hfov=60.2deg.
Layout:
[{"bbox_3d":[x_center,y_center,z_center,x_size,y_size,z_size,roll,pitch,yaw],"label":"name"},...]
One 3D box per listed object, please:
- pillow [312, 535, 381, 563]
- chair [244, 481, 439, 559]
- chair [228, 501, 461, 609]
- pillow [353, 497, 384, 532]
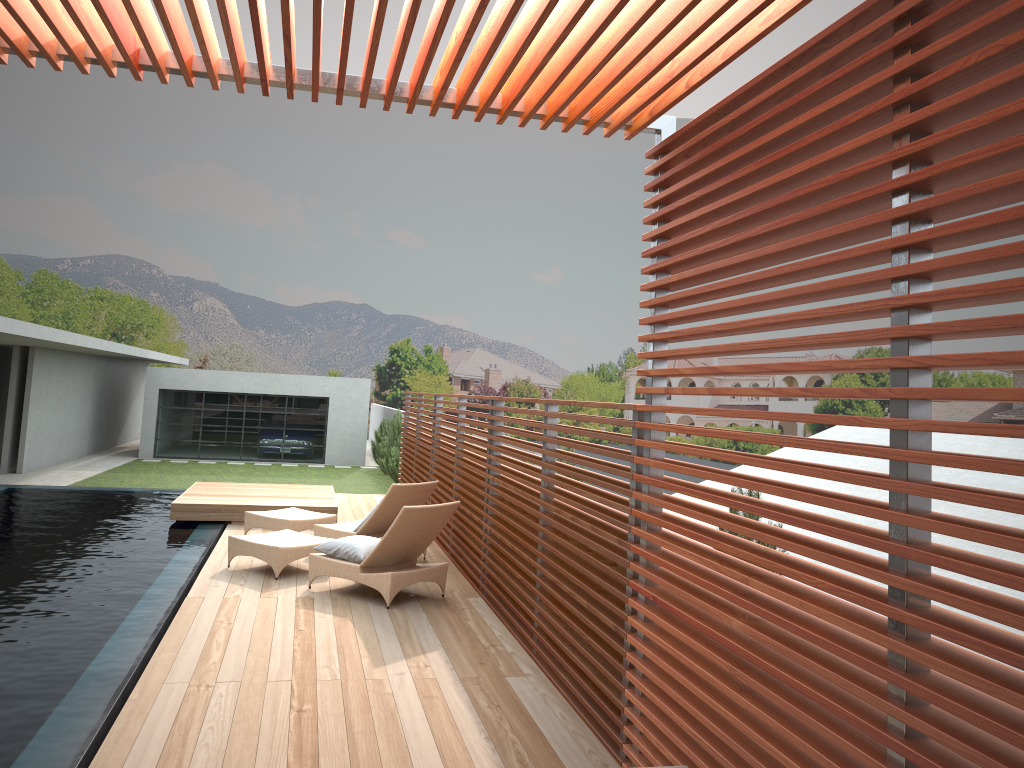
[{"bbox_3d":[-1.329,1.440,7.771,0.594,0.195,0.592,2,-2,33],"label":"pillow"},{"bbox_3d":[-1.903,1.379,9.649,2.294,0.834,0.696,2,-4,36],"label":"chair"},{"bbox_3d":[-1.573,1.373,8.007,2.294,0.833,0.696,2,-4,37],"label":"chair"},{"bbox_3d":[-1.277,1.335,9.210,0.427,0.430,0.605,1,-3,35],"label":"pillow"}]
